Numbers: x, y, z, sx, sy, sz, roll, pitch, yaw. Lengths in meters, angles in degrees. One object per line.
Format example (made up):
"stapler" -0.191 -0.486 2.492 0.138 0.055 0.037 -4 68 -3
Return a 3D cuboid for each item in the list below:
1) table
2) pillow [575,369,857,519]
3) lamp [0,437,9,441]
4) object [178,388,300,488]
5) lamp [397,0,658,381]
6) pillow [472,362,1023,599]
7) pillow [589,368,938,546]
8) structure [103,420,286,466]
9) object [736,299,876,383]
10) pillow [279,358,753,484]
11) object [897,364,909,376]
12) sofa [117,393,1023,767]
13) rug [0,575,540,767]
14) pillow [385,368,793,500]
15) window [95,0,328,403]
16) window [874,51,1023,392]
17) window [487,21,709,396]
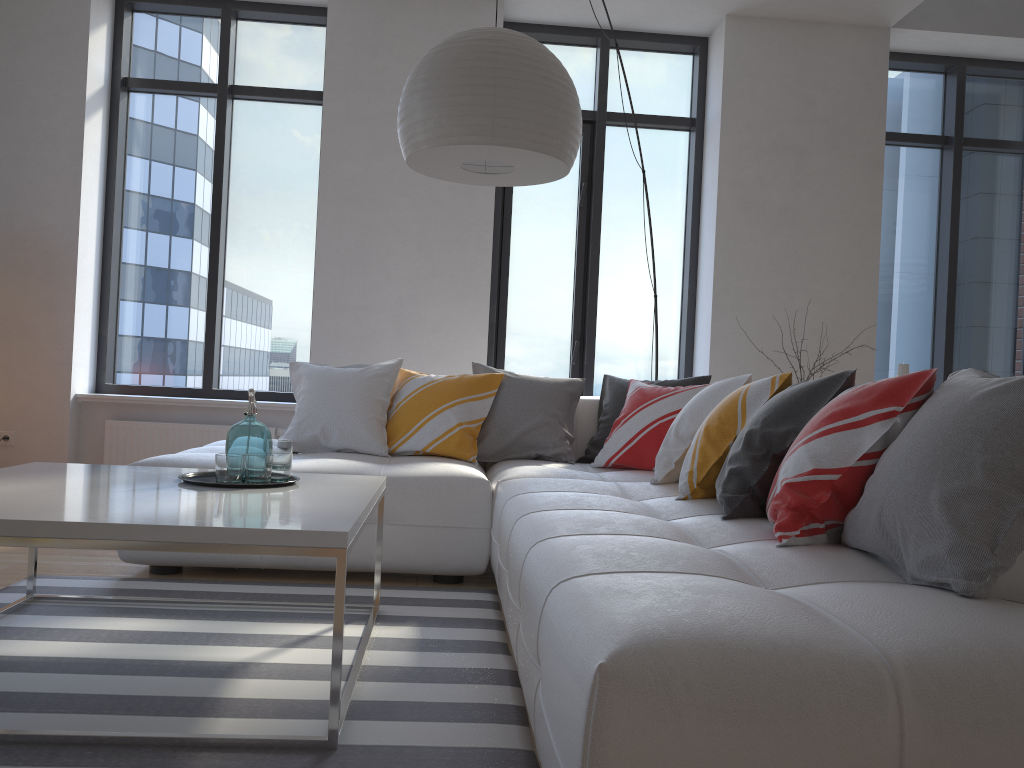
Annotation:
"table" -0.919 0.486 2.269 1.091 0.435 1.091 3 0 -4
"pillow" 0.706 0.164 3.269 0.608 0.436 2.120 3 0 -8
"lamp" -2.753 -0.136 4.583 0.804 1.550 0.502 3 0 -44
"object" -0.765 0.145 2.516 0.330 0.265 0.330 3 0 20
"lamp" 0.553 -0.528 4.023 0.710 2.647 3.199 3 0 32
"pillow" 0.414 0.143 2.824 0.647 0.453 2.953 3 0 -16
"pillow" 0.736 0.189 2.944 0.575 0.449 2.250 3 0 -7
"structure" -1.798 0.458 5.066 1.015 0.460 0.110 3 0 -4
"object" 1.361 -0.037 3.984 0.607 0.744 0.406 3 0 36
"pillow" -0.106 0.124 3.611 2.156 0.456 0.580 3 0 22
"object" 1.335 0.130 3.122 0.319 0.398 0.316 3 0 20
"sofa" -0.086 0.392 2.793 2.614 0.732 3.424 3 0 -4
"rug" -0.791 0.713 2.044 1.662 0.016 2.326 3 0 -4
"pillow" 0.157 0.154 3.431 2.095 0.440 0.630 2 0 43
"window" -1.775 -1.111 5.402 1.310 2.402 0.170 3 0 -4
"window" 2.808 -0.886 5.732 1.310 2.402 0.170 3 0 -4
"window" 0.517 -0.999 5.567 1.310 2.402 0.170 3 0 -4
